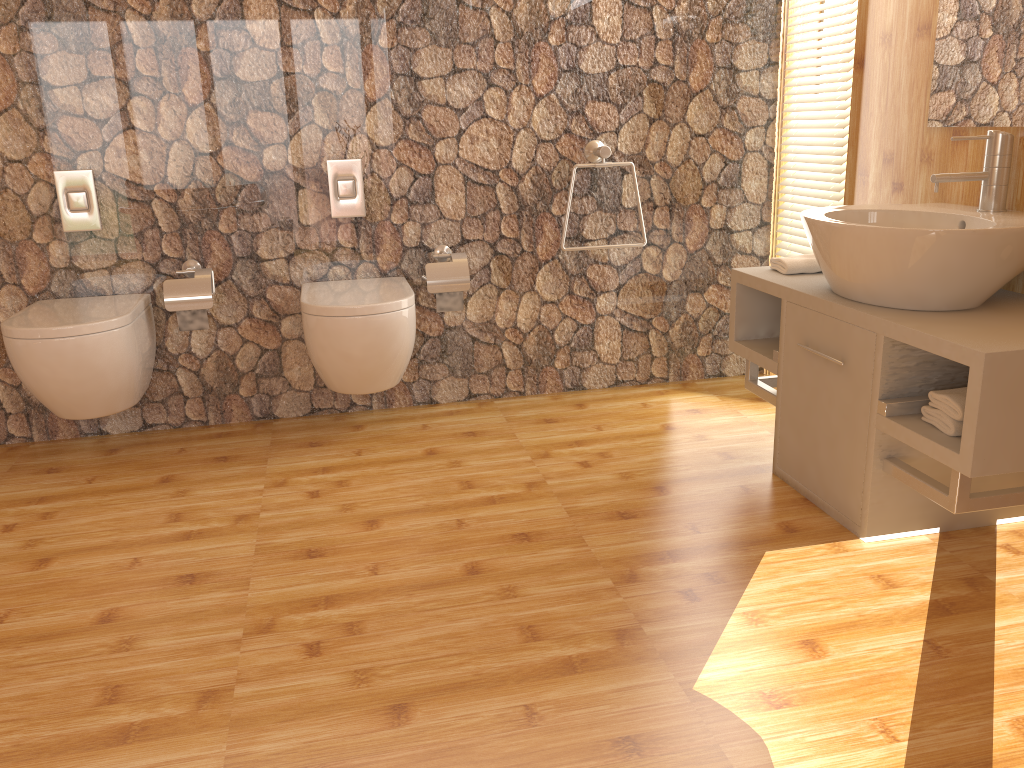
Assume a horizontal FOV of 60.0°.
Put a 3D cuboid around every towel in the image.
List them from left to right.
[{"bbox_3d":[0.926,-0.375,2.728,0.225,0.048,0.140,-4,16,-6],"label":"towel"},{"bbox_3d":[1.069,0.071,2.011,0.225,0.048,0.140,-4,16,-6],"label":"towel"},{"bbox_3d":[1.079,0.036,1.994,0.225,0.048,0.140,-4,16,-6],"label":"towel"}]

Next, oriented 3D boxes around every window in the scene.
[{"bbox_3d":[1.597,-0.566,1.514,0.010,2.164,3.964,-5,17,-11],"label":"window"}]

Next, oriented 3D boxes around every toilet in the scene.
[{"bbox_3d":[-1.377,-0.070,2.853,0.371,0.337,0.507,-5,17,-11],"label":"toilet"},{"bbox_3d":[-0.515,-0.149,3.021,0.371,0.337,0.507,-5,17,-11],"label":"toilet"}]

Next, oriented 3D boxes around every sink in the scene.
[{"bbox_3d":[1.036,-0.431,2.269,0.533,0.409,0.634,-5,17,-11],"label":"sink"}]

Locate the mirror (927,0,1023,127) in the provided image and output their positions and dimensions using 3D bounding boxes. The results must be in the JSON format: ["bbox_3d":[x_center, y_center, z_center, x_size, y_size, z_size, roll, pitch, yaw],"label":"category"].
[{"bbox_3d":[1.278,-0.906,2.186,0.005,0.523,0.698,-5,17,-11],"label":"mirror"}]

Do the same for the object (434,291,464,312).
[{"bbox_3d":[-0.231,-0.341,3.194,0.098,0.151,0.090,-5,17,-11],"label":"object"}]

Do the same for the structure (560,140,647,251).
[{"bbox_3d":[0.324,-0.694,3.252,0.332,0.387,0.133,-5,17,-11],"label":"structure"}]

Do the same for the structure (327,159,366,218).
[{"bbox_3d":[-0.582,-0.687,3.117,0.120,0.200,0.010,-5,17,-11],"label":"structure"}]

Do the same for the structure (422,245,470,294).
[{"bbox_3d":[-0.244,-0.416,3.195,0.170,0.151,0.154,-5,17,-11],"label":"structure"}]

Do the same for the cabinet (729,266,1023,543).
[{"bbox_3d":[1.058,0.038,2.411,0.517,0.570,1.136,-5,17,-11],"label":"cabinet"}]

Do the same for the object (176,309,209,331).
[{"bbox_3d":[-1.089,-0.263,3.027,0.098,0.151,0.090,-5,17,-11],"label":"object"}]

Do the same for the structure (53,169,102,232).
[{"bbox_3d":[-1.444,-0.609,2.949,0.120,0.200,0.010,-5,17,-11],"label":"structure"}]

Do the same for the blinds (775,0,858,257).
[{"bbox_3d":[1.089,-1.042,3.153,0.042,2.178,0.420,-5,17,-11],"label":"blinds"}]

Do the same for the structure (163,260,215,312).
[{"bbox_3d":[-1.103,-0.338,3.027,0.170,0.151,0.154,-5,17,-11],"label":"structure"}]
